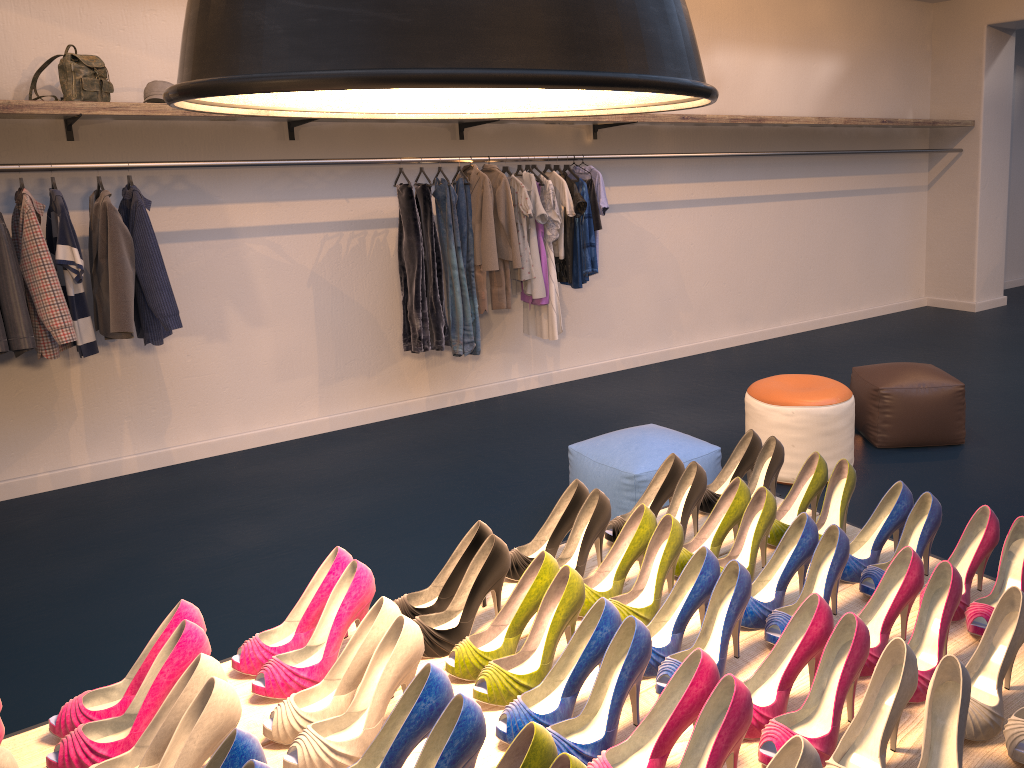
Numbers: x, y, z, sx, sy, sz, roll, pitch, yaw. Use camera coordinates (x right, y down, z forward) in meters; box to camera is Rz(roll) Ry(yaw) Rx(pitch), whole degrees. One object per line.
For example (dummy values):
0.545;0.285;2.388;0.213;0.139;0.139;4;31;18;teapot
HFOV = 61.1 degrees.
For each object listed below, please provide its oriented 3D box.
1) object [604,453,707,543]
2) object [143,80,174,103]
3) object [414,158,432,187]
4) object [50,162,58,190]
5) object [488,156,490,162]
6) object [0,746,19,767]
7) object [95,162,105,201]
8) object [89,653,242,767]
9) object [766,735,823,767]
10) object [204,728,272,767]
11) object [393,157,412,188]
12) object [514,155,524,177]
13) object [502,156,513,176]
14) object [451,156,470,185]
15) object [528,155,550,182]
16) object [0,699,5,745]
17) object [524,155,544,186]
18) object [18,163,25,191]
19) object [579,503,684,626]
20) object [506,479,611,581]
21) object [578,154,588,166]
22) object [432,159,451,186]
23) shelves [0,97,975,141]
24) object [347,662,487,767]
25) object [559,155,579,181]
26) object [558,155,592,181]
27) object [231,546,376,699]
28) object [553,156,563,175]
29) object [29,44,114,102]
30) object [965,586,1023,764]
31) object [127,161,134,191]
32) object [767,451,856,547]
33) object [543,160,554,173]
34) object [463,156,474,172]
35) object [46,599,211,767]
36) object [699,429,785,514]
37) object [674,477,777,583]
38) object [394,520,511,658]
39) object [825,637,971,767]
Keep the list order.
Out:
0.352;0.291;2.104;0.263;0.193;0.187;-11;15;-34;object
-1.780;-1.477;4.406;0.185;0.124;0.242;-1;14;4;object
-0.546;-1.284;5.253;0.016;0.175;0.216;-10;16;-32;object
-2.169;-0.938;4.112;0.011;0.217;0.400;-10;16;-32;object
-0.143;-1.363;5.533;0.018;0.176;0.378;-10;16;-30;object
-0.728;0.584;1.051;0.264;0.193;0.186;-12;16;-37;object
-2.003;-0.967;4.220;0.011;0.217;0.400;-10;16;-32;object
-0.525;0.528;1.252;0.263;0.193;0.187;-11;15;-34;object
0.304;0.565;1.046;0.260;0.193;0.189;-8;14;-26;object
-0.415;0.572;1.074;0.263;0.193;0.187;-11;15;-34;object
-0.660;-1.261;5.172;0.016;0.175;0.216;-10;16;-32;object
0.055;-1.395;5.678;0.013;0.195;0.280;-10;16;-31;object
-0.038;-1.366;5.617;0.011;0.217;0.400;-10;16;-32;object
-0.327;-1.329;5.409;0.016;0.175;0.216;-10;16;-32;object
0.145;-1.425;5.746;0.016;0.175;0.335;-10;16;-32;object
-0.852;0.545;1.210;0.263;0.193;0.187;-11;15;-34;object
0.106;-1.407;5.720;0.016;0.195;0.335;-10;16;-32;object
-2.276;-0.916;4.035;0.011;0.217;0.400;-10;16;-32;object
0.235;0.375;1.788;0.264;0.193;0.186;-12;16;-38;object
0.098;0.338;1.941;0.263;0.193;0.187;-11;15;-34;object
0.491;-1.493;5.989;0.018;0.176;0.377;-10;16;-30;object
-0.441;-1.306;5.328;0.016;0.175;0.216;-10;16;-32;object
-0.643;0.266;0.841;18.288;2.201;8.024;-11;17;-34;shelves
-0.172;0.531;1.214;0.264;0.193;0.193;-11;16;-34;object
0.377;-1.451;5.912;0.011;0.217;0.401;-10;16;-31;object
0.426;-1.478;5.940;0.018;0.176;0.377;-10;16;-30;object
-0.384;0.433;1.609;0.264;0.193;0.186;-12;16;-37;object
0.305;-1.436;5.861;0.011;0.217;0.401;-10;16;-30;object
-2.147;-1.492;4.187;0.392;0.281;0.234;-6;13;-18;object
0.818;0.463;1.404;0.264;0.193;0.186;-14;17;-41;object
-1.894;-0.993;4.309;0.011;0.217;0.400;-10;16;-32;object
0.717;0.287;2.091;0.264;0.193;0.186;-13;17;-40;object
0.245;-1.434;5.815;0.010;0.195;0.360;-10;16;-31;object
-0.256;-1.341;5.458;0.018;0.176;0.378;-10;16;-30;object
-0.627;0.486;1.422;0.261;0.193;0.189;-9;14;-27;object
0.597;0.240;2.282;0.263;0.193;0.187;-11;15;-34;object
0.470;0.332;1.934;0.263;0.193;0.187;-11;15;-34;object
-0.130;0.398;1.726;0.260;0.193;0.189;-8;14;-26;object
0.561;0.507;1.251;0.186;0.193;0.264;9;17;41;object
